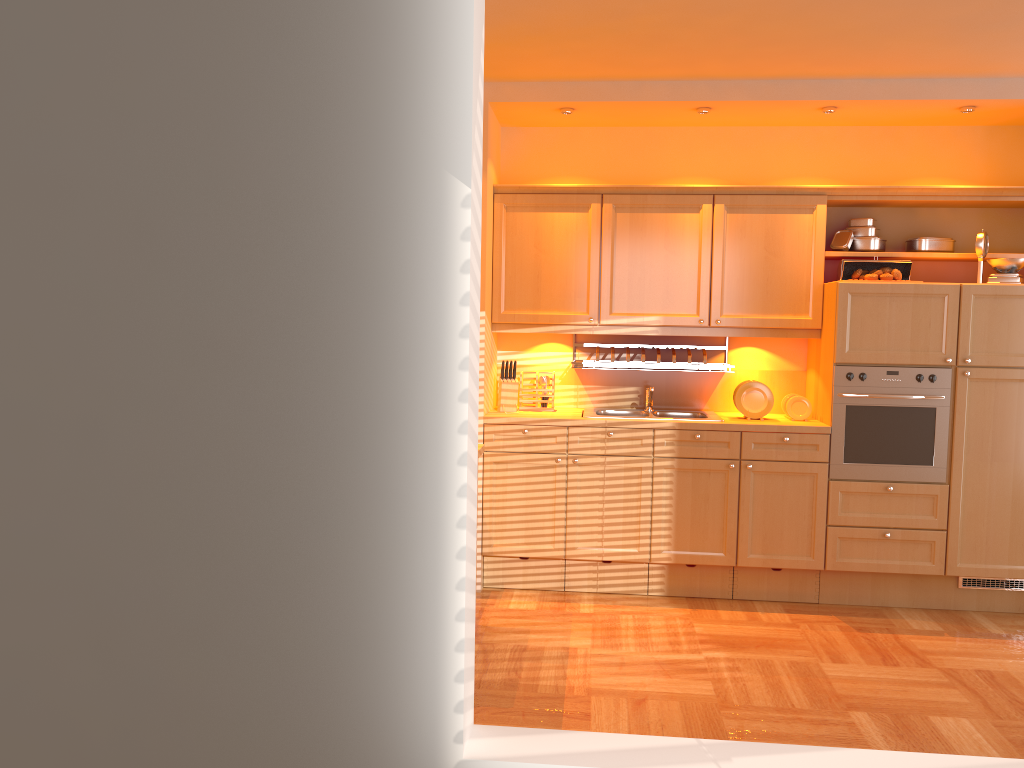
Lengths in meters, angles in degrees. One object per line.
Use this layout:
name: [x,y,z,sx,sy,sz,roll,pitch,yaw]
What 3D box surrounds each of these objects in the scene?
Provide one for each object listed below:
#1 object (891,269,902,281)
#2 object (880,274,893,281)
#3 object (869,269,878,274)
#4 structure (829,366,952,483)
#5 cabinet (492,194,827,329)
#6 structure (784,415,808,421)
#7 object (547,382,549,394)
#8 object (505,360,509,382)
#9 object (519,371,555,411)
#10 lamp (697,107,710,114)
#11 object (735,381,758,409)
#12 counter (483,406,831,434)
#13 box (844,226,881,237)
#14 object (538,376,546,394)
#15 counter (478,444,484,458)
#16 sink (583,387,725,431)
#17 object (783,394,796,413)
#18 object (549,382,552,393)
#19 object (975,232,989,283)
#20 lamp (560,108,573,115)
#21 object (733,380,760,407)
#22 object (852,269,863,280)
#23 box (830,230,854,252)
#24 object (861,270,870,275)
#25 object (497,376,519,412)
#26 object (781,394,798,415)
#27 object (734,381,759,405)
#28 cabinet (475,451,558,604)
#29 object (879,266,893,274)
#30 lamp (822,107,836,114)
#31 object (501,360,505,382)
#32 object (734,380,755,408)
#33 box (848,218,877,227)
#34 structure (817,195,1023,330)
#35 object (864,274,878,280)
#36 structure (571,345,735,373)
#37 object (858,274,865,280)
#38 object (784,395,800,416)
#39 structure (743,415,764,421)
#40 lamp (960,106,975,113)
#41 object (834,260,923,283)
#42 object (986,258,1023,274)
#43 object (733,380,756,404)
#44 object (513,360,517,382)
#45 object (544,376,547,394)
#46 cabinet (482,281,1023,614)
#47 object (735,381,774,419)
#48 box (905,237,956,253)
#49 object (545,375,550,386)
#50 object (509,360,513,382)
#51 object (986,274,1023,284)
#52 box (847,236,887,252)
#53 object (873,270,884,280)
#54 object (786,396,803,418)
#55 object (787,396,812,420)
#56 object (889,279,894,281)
object: [2.001,-0.565,4.611,0.066,0.064,0.045,-2,5,-33]
object: [1.944,-0.555,4.601,0.065,0.036,0.062,2,4,18]
object: [1.925,-0.577,4.701,0.066,0.063,0.061,2,4,13]
structure: [1.928,0.206,4.512,0.576,0.583,0.066,1,4,6]
cabinet: [0.802,-0.687,5.007,1.792,0.712,0.332,1,4,6]
structure: [1.562,0.188,4.882,0.084,0.010,0.219,2,4,7]
object: [0.201,0.052,5.082,0.022,0.196,0.018,2,4,10]
object: [-0.031,0.000,4.947,0.019,0.265,0.038,0,4,-11]
object: [0.146,0.040,5.112,0.200,0.221,0.103,1,4,6]
lamp: [1.009,-1.438,4.672,0.070,0.021,0.070,-3,6,-45]
object: [1.322,0.085,4.844,0.205,0.200,0.049,2,4,7]
counter: [0.772,0.193,4.938,1.800,0.038,0.600,1,4,6]
box: [1.941,-0.834,4.919,0.177,0.066,0.124,5,6,42]
object: [0.176,0.050,5.071,0.042,0.192,0.040,-2,5,-34]
counter: [-0.579,0.343,3.647,0.770,0.038,2.250,1,4,6]
sink: [0.772,0.180,4.935,0.746,0.336,0.465,1,4,6]
object: [1.567,0.123,4.903,0.133,0.129,0.037,1,4,6]
object: [0.212,0.061,5.099,0.044,0.178,0.019,0,4,-18]
object: [2.451,-0.658,4.627,0.039,0.271,0.134,5,5,40]
lamp: [0.293,-1.456,4.737,0.070,0.021,0.070,-2,5,-34]
object: [1.339,0.077,4.954,0.205,0.200,0.049,2,4,7]
object: [1.825,-0.577,4.691,0.055,0.064,0.069,2,4,10]
box: [1.810,-0.782,4.858,0.098,0.129,0.117,5,6,42]
object: [1.878,-0.579,4.728,0.069,0.061,0.037,0,4,-11]
object: [-0.022,0.057,4.970,0.100,0.200,0.070,-1,4,-21]
object: [1.573,0.119,4.958,0.133,0.129,0.037,2,4,8]
object: [1.326,0.083,4.871,0.205,0.200,0.049,2,4,7]
cabinet: [-0.372,0.764,3.959,1.141,0.840,2.850,1,4,6]
object: [1.969,-0.595,4.663,0.061,0.047,0.063,-2,5,-36]
lamp: [1.648,-1.422,4.608,0.070,0.021,0.070,-2,5,-34]
object: [-0.051,0.001,4.939,0.019,0.265,0.037,-1,5,-30]
object: [1.330,0.081,4.899,0.205,0.200,0.049,2,4,7]
box: [1.942,-0.888,4.915,0.140,0.052,0.098,5,6,42]
structure: [0.993,-0.842,4.241,4.091,1.148,1.061,-1,4,-20]
object: [1.869,-0.556,4.614,0.066,0.034,0.069,3,5,24]
structure: [0.793,-0.147,5.063,0.900,0.126,0.300,1,4,6]
object: [1.861,-0.562,4.679,0.068,0.035,0.067,-3,6,-44]
object: [1.563,0.125,4.876,0.133,0.129,0.037,1,4,6]
structure: [1.326,0.184,4.874,0.084,0.010,0.219,2,4,9]
lamp: [2.332,-1.404,4.542,0.070,0.021,0.070,-2,5,-34]
object: [1.916,-0.592,4.679,0.400,0.123,0.280,1,4,6]
object: [2.543,-0.600,4.552,0.199,0.075,0.199,-1,5,-25]
object: [1.334,0.079,4.927,0.205,0.200,0.049,2,4,7]
object: [0.013,0.000,4.964,0.019,0.265,0.037,0,4,-11]
object: [0.191,0.053,5.078,0.017,0.196,0.020,4,5,31]
cabinet: [1.367,0.298,4.874,3.000,1.700,0.625,1,4,6]
object: [1.318,0.087,4.816,0.205,0.200,0.049,2,4,7]
box: [2.301,-0.755,4.882,0.242,0.090,0.169,0,4,-13]
object: [0.192,0.047,5.117,0.042,0.192,0.040,-2,5,-35]
object: [-0.009,0.000,4.956,0.019,0.265,0.038,0,4,-11]
object: [2.542,-0.536,4.557,0.156,0.053,0.179,5,5,40]
box: [1.940,-0.765,4.924,0.242,0.090,0.169,5,6,42]
object: [1.917,-0.570,4.652,0.065,0.056,0.056,0,4,-10]
object: [1.557,0.129,4.821,0.133,0.129,0.037,1,4,6]
object: [1.554,0.131,4.794,0.133,0.129,0.037,1,4,6]
object: [1.982,-0.558,4.647,0.065,0.036,0.062,2,4,9]
